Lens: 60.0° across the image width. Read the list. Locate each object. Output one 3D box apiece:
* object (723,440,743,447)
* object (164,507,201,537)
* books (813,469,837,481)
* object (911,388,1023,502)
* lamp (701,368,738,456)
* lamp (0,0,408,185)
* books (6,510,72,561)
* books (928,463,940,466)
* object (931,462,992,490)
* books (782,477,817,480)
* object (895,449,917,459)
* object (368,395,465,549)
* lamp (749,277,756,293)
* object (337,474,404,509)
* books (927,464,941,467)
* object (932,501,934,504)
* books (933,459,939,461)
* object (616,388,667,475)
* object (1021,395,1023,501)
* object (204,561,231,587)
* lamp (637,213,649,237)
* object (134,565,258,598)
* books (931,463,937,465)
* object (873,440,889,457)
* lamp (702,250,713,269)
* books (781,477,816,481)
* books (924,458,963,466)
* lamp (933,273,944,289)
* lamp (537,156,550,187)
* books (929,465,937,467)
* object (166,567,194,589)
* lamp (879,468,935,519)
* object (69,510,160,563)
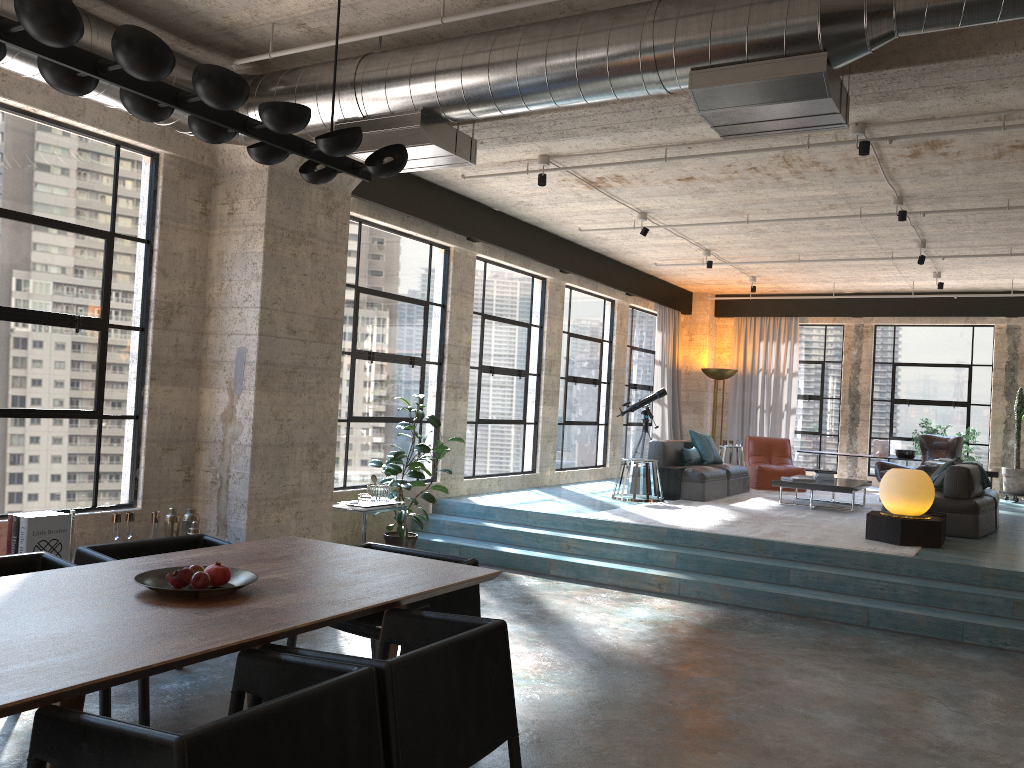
[{"bbox_3d":[3.176,0.850,12.767,0.287,0.096,0.206,4,-1,-20],"label":"object"},{"bbox_3d":[-2.188,1.007,6.127,0.415,0.333,0.248,4,-1,-24],"label":"object"},{"bbox_3d":[3.934,1.137,11.112,0.279,0.116,0.322,3,-1,15],"label":"books"},{"bbox_3d":[7.006,0.882,13.572,1.641,1.708,0.971,3,-1,6],"label":"object"},{"bbox_3d":[3.474,0.661,15.049,0.619,1.822,0.619,2,-1,30],"label":"lamp"},{"bbox_3d":[-1.075,-1.609,3.331,0.583,1.327,1.813,2,-1,30],"label":"lamp"},{"bbox_3d":[-2.771,0.940,5.178,0.191,0.362,0.277,2,-1,30],"label":"books"},{"bbox_3d":[5.217,0.979,10.730,0.252,0.011,0.318,3,-1,7],"label":"books"},{"bbox_3d":[4.652,1.035,9.539,0.444,0.438,0.985,4,-1,-34],"label":"object"},{"bbox_3d":[3.481,1.145,10.755,0.318,0.011,0.252,3,-1,-11],"label":"books"},{"bbox_3d":[6.112,1.089,13.766,0.307,0.129,0.307,4,-1,-21],"label":"object"},{"bbox_3d":[-0.934,0.868,8.145,0.886,1.552,0.514,3,-1,17],"label":"object"},{"bbox_3d":[3.725,-1.531,13.695,0.143,0.223,0.107,4,-2,-37],"label":"lamp"},{"bbox_3d":[-1.199,0.919,7.617,0.327,0.253,0.546,2,-1,30],"label":"object"},{"bbox_3d":[5.200,0.989,10.720,0.252,0.011,0.318,3,-1,7],"label":"books"},{"bbox_3d":[3.991,1.120,8.879,0.433,0.185,0.429,3,-1,26],"label":"object"},{"bbox_3d":[5.433,0.987,11.091,0.278,0.075,0.320,2,-1,34],"label":"books"},{"bbox_3d":[1.889,0.738,12.949,0.617,1.406,0.595,2,-1,31],"label":"object"},{"bbox_3d":[7.581,0.818,12.723,0.629,1.863,0.523,3,-1,-1],"label":"object"},{"bbox_3d":[-1.162,0.709,3.309,0.219,0.097,0.100,4,-1,-16],"label":"object"},{"bbox_3d":[1.435,-1.729,9.680,0.144,0.252,0.107,3,-1,14],"label":"lamp"},{"bbox_3d":[-1.165,0.722,3.284,0.435,0.079,0.435,4,-1,-24],"label":"object"},{"bbox_3d":[5.223,0.969,10.737,0.252,0.011,0.318,3,-1,12],"label":"books"},{"bbox_3d":[5.739,1.004,13.808,0.214,0.259,0.154,2,-1,30],"label":"object"},{"bbox_3d":[2.572,-1.638,11.676,0.143,0.223,0.107,4,-1,-26],"label":"lamp"},{"bbox_3d":[3.472,1.155,10.757,0.318,0.011,0.252,4,-1,-16],"label":"books"},{"bbox_3d":[5.185,0.952,10.667,0.273,0.109,0.322,4,-1,-20],"label":"books"},{"bbox_3d":[5.953,-1.436,12.388,0.143,0.223,0.107,2,-2,43],"label":"lamp"},{"bbox_3d":[0.274,-1.844,7.697,0.107,0.236,0.145,3,-1,13],"label":"lamp"},{"bbox_3d":[5.207,1.000,10.733,0.252,0.011,0.318,3,-1,17],"label":"books"},{"bbox_3d":[-1.213,0.711,3.257,0.110,0.082,0.088,4,-1,-20],"label":"object"},{"bbox_3d":[3.563,0.981,8.009,0.462,0.417,0.462,4,-1,-32],"label":"lamp"},{"bbox_3d":[-2.516,0.962,5.644,0.199,0.365,0.703,2,-2,41],"label":"object"}]
